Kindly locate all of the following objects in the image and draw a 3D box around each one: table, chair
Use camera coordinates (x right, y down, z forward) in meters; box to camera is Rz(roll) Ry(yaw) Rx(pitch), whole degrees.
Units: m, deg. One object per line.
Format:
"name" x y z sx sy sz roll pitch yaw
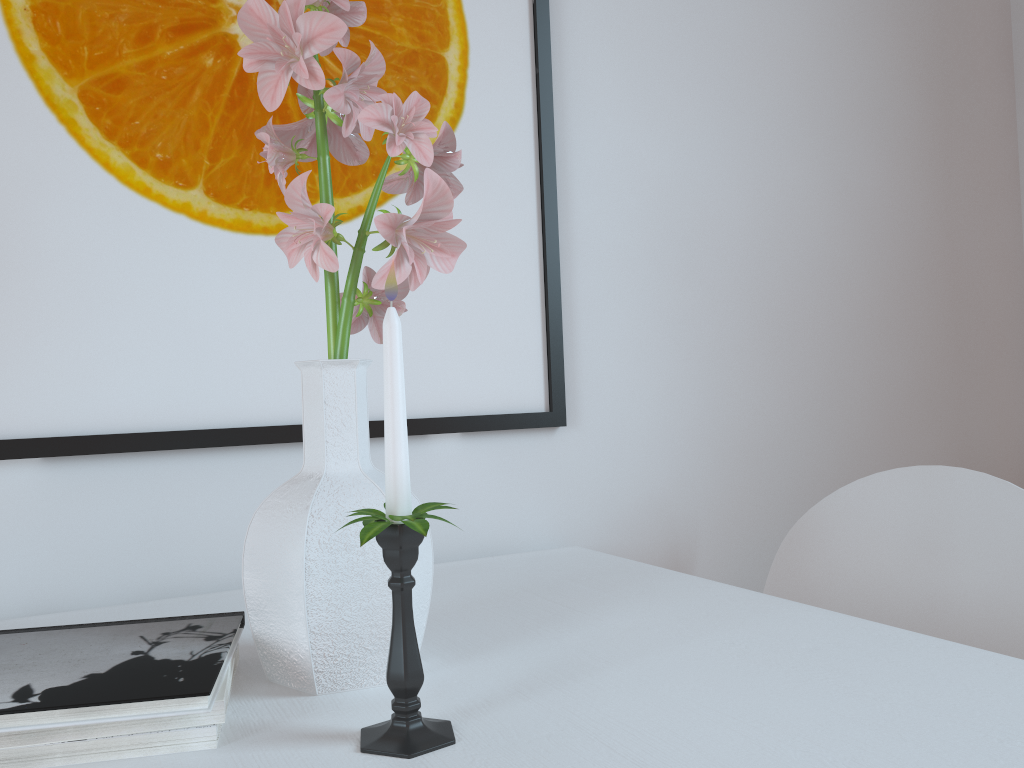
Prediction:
"table" 0.031 0.599 0.441 0.824 0.771 1.288 -2 -1 -27
"chair" 0.284 0.544 0.925 0.637 0.871 0.511 -2 -1 -32

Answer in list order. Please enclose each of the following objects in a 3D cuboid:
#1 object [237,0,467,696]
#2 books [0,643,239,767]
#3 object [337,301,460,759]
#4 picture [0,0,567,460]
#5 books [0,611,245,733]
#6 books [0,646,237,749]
"object" -0.123 -0.068 0.709 0.178 0.580 0.180 -2 -1 -1
"books" -0.327 0.222 0.608 0.257 0.014 0.193 -2 -1 -12
"object" -0.071 0.069 0.550 0.080 0.298 0.079 -3 -1 13
"picture" -0.303 -0.455 1.059 0.791 1.052 0.017 -2 -1 -27
"books" -0.324 0.194 0.602 0.256 0.012 0.208 -2 -1 -11
"books" -0.323 0.207 0.609 0.252 0.014 0.193 -2 -1 -14
